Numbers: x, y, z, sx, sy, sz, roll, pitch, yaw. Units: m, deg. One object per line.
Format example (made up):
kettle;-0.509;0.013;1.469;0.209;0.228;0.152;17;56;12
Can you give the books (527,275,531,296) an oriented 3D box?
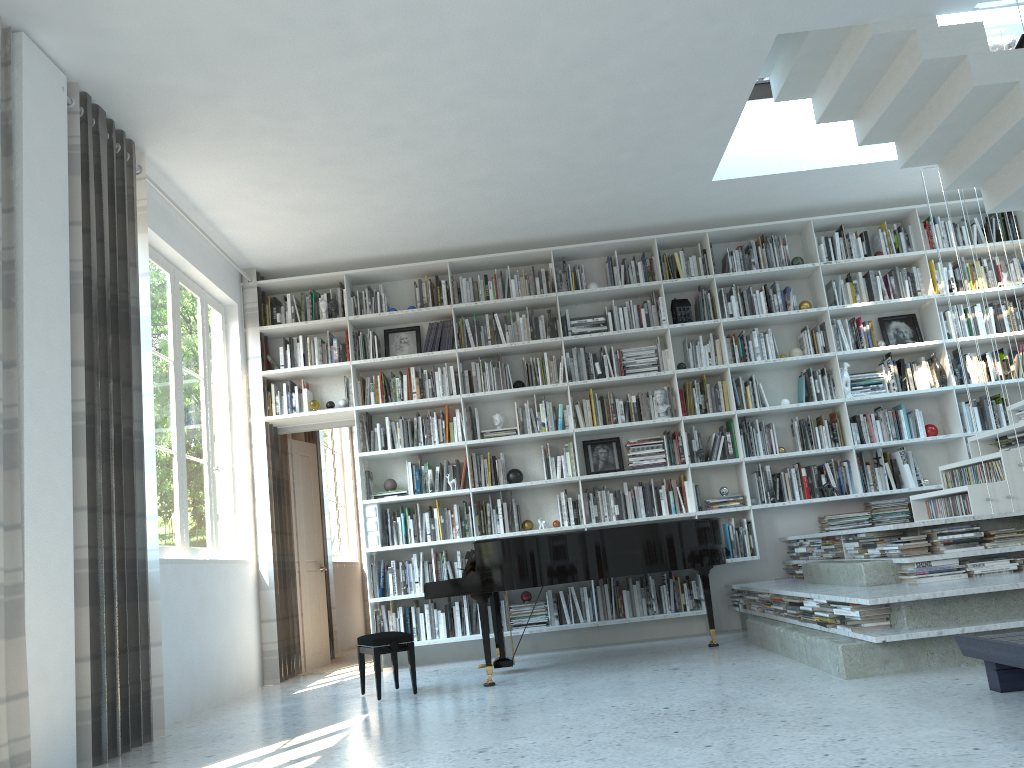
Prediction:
books;0.142;-0.765;7.260;0.013;0.206;0.178;-6;-11;1

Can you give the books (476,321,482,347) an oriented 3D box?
books;-0.262;-0.373;7.206;0.031;0.241;0.181;-6;-11;1

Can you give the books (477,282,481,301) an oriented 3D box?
books;-0.264;-0.716;7.277;0.014;0.207;0.167;-6;-11;1

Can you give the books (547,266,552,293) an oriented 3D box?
books;0.313;-0.811;7.277;0.014;0.266;0.172;-6;-11;1

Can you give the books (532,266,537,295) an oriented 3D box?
books;0.187;-0.806;7.281;0.013;0.285;0.160;-6;-11;1

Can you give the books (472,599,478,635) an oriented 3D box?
books;-0.285;1.787;6.813;0.065;0.255;0.156;-6;-11;1

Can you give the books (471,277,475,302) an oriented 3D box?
books;-0.309;-0.733;7.281;0.012;0.249;0.174;-6;-11;1

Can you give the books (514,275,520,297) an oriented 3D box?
books;0.044;-0.763;7.286;0.026;0.235;0.134;-6;-11;1

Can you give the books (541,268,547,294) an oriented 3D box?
books;0.266;-0.800;7.290;0.029;0.260;0.151;-6;-11;1

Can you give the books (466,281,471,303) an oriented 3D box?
books;-0.348;-0.713;7.280;0.023;0.219;0.181;-6;-11;1

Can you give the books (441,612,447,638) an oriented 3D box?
books;-0.511;1.841;6.781;0.031;0.187;0.190;-6;-11;1

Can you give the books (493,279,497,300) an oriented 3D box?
books;-0.134;-0.736;7.275;0.011;0.215;0.160;-6;-11;1

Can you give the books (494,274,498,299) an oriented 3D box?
books;-0.124;-0.754;7.279;0.013;0.251;0.184;-6;-11;1

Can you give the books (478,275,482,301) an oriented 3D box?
books;-0.255;-0.745;7.284;0.010;0.264;0.161;-6;-11;1

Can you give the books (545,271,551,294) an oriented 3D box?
books;0.295;-0.790;7.266;0.026;0.225;0.172;-6;-11;1

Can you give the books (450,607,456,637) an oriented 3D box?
books;-0.448;1.827;6.811;0.024;0.213;0.137;-6;-11;1

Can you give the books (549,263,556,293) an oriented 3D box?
books;0.331;-0.825;7.275;0.026;0.288;0.176;-6;-11;1

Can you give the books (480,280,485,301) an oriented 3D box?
books;-0.236;-0.728;7.307;0.025;0.234;0.130;-6;-11;1

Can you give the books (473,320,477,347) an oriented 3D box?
books;-0.295;-0.376;7.215;0.011;0.259;0.157;-6;-11;1

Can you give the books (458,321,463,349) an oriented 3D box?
books;-0.415;-0.363;7.204;0.023;0.255;0.175;-6;-11;1

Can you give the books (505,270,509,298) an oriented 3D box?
books;-0.042;-0.775;7.277;0.052;0.272;0.173;-6;-11;1

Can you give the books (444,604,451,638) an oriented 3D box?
books;-0.487;1.810;6.786;0.023;0.243;0.188;-6;-11;1

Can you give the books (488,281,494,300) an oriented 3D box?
books;-0.167;-0.723;7.285;0.030;0.201;0.152;-6;-11;1

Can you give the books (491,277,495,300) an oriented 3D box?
books;-0.148;-0.742;7.284;0.013;0.234;0.155;-6;-11;1

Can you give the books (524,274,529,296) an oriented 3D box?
books;0.124;-0.771;7.274;0.021;0.228;0.161;-6;-11;1

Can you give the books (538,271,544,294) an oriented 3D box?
books;0.240;-0.787;7.280;0.026;0.236;0.149;-6;-11;1

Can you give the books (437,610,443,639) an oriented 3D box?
books;-0.541;1.836;6.789;0.028;0.206;0.171;-6;-11;1

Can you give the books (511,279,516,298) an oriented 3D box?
books;0.018;-0.740;7.274;0.031;0.189;0.182;-6;-11;1

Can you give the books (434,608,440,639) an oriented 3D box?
books;-0.566;1.834;6.792;0.021;0.217;0.191;-6;-11;1

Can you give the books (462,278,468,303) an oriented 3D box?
books;-0.377;-0.726;7.287;0.031;0.254;0.146;-6;-11;1

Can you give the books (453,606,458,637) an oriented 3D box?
books;-0.426;1.816;6.800;0.022;0.224;0.141;-6;-11;1

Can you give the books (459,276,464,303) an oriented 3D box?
books;-0.404;-0.731;7.309;0.021;0.278;0.141;-6;-11;1

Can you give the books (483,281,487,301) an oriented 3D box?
books;-0.217;-0.722;7.297;0.012;0.215;0.150;-6;-11;1

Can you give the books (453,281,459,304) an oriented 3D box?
books;-0.451;-0.710;7.281;0.029;0.237;0.156;-6;-11;1

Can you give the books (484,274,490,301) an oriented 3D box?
books;-0.200;-0.750;7.300;0.028;0.267;0.151;-6;-11;1

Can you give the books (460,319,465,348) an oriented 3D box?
books;-0.398;-0.376;7.221;0.013;0.283;0.159;-6;-11;1

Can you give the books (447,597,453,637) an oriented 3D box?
books;-0.472;1.782;6.822;0.013;0.309;0.131;-6;-11;1

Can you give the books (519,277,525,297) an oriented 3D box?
books;0.087;-0.755;7.293;0.029;0.213;0.142;-6;-11;1

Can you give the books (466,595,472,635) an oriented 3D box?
books;-0.326;1.764;6.795;0.012;0.303;0.166;-6;-11;1

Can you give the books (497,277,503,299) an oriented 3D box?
books;-0.092;-0.747;7.291;0.029;0.235;0.130;-6;-11;1

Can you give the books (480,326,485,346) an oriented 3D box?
books;-0.233;-0.353;7.215;0.024;0.201;0.153;-6;-11;1

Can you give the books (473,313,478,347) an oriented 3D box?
books;-0.287;-0.406;7.212;0.012;0.314;0.172;-6;-11;1

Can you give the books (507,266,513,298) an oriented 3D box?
books;-0.011;-0.797;7.294;0.014;0.314;0.166;-6;-11;1

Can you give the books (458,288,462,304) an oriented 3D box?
books;-0.421;-0.684;7.290;0.024;0.182;0.133;-6;-11;1

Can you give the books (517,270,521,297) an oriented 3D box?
books;0.062;-0.782;7.290;0.014;0.268;0.156;-6;-11;1

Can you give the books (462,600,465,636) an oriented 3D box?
books;-0.370;1.795;6.823;0.040;0.263;0.137;-6;-11;1

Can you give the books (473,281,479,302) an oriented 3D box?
books;-0.287;-0.717;7.264;0.029;0.207;0.179;-6;-11;1

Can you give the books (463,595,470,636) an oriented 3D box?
books;-0.342;1.770;6.797;0.021;0.295;0.188;-6;-11;1

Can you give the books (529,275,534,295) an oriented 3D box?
books;0.162;-0.765;7.256;0.026;0.199;0.187;-6;-11;1

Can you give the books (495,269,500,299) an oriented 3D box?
books;-0.115;-0.778;7.285;0.010;0.298;0.151;-6;-11;1

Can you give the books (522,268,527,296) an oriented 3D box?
books;0.104;-0.789;7.271;0.014;0.266;0.192;-6;-11;1

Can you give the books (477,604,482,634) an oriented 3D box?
books;-0.240;1.772;6.816;0.027;0.275;0.144;-6;-11;1

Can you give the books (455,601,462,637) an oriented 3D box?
books;-0.404;1.798;6.800;0.027;0.255;0.179;-6;-11;1

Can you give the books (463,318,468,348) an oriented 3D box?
books;-0.374;-0.381;7.219;0.010;0.286;0.148;-6;-11;1

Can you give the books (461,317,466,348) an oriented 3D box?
books;-0.386;-0.385;7.244;0.014;0.308;0.130;-6;-11;1

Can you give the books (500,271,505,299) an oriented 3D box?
books;-0.074;-0.772;7.280;0.013;0.275;0.165;-6;-11;1

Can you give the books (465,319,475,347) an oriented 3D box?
books;-0.334;-0.378;7.224;0.067;0.274;0.168;-6;-11;1

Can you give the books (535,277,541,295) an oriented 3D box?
books;0.214;-0.761;7.266;0.031;0.184;0.177;-6;-11;1

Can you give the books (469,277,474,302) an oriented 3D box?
books;-0.327;-0.730;7.285;0.023;0.251;0.171;-6;-11;1
